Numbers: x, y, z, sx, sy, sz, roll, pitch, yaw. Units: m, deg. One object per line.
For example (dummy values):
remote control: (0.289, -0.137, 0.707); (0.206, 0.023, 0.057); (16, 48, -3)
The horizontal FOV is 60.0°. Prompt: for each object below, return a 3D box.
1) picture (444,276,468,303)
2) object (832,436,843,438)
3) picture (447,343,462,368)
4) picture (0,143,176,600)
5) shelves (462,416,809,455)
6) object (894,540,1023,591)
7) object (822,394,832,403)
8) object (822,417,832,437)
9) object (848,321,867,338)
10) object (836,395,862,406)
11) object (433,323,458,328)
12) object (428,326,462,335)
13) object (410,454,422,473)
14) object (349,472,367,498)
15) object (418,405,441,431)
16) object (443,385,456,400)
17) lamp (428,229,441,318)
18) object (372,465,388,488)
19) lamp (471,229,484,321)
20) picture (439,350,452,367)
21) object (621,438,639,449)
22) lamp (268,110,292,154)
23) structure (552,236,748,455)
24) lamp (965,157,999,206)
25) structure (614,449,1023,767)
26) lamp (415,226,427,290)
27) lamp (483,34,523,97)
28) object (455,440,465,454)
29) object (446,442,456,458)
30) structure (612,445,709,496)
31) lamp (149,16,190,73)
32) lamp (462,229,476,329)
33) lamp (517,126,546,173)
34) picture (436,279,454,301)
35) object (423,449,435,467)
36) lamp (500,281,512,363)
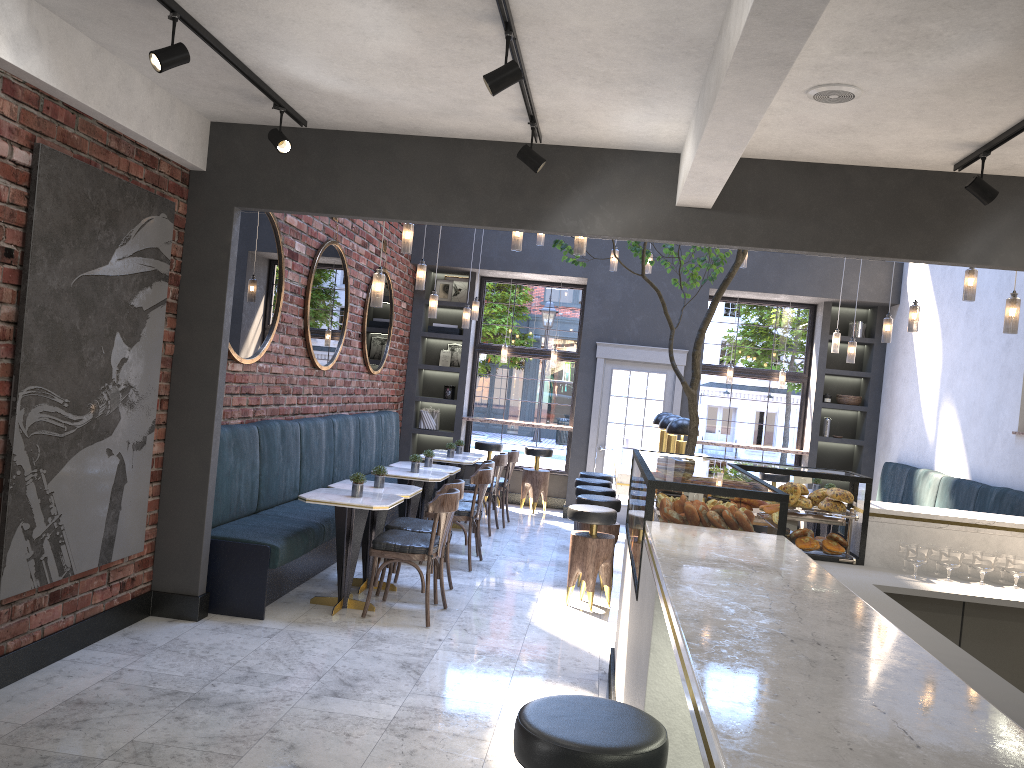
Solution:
picture: (-0.745, -1.257, 11.922); (0.361, 0.369, 0.055); (6, 1, 6)
object: (4.094, 0.669, 11.152); (0.130, 0.026, 0.130); (6, 0, -11)
picture: (-0.761, -0.380, 11.933); (0.247, 0.326, 0.044); (6, 1, 6)
picture: (-2.203, -0.054, 3.732); (0.033, 2.027, 2.821); (6, 0, 6)
shelves: (1.554, 0.663, 11.502); (4.402, 0.043, 0.384); (6, 0, 6)
object: (2.203, 0.887, 4.355); (0.575, 0.147, 0.256); (6, 0, 6)
object: (3.990, 0.182, 11.237); (0.116, 0.119, 0.117); (5, 0, -18)
object: (3.973, 0.545, 11.193); (0.098, 0.248, 0.098); (5, 1, -45)
object: (4.375, -0.683, 11.234); (0.214, 0.215, 0.213); (6, 0, 15)
object: (4.266, 0.207, 11.231); (0.304, 0.123, 0.305); (6, 0, 27)
object: (-0.883, -0.764, 11.752); (0.327, 0.039, 0.227); (6, 0, -4)
object: (-0.886, -0.703, 11.741); (0.412, 0.084, 0.286); (6, 0, 6)
object: (-0.843, 0.691, 7.755); (0.118, 0.165, 0.122); (5, 0, -16)
object: (-1.034, 0.673, 5.944); (0.118, 0.165, 0.122); (5, 0, -16)
object: (-1.092, 0.442, 11.768); (0.250, 0.323, 0.241); (6, 0, 6)
object: (-0.828, 0.112, 11.726); (0.152, 0.181, 0.152); (6, 0, 44)
lamp: (-0.556, -2.665, 8.333); (0.078, 4.105, 0.078); (6, 1, 13)
object: (-0.973, 0.679, 6.523); (0.118, 0.165, 0.122); (5, 0, -16)
lamp: (-0.231, -2.768, 10.062); (0.078, 4.105, 0.078); (5, 1, -9)
picture: (-0.896, -0.343, 11.922); (0.161, 0.227, 0.049); (6, 1, 6)
object: (1.241, 0.625, 9.302); (0.176, 0.098, 0.204); (6, 0, 11)
lamp: (-1.247, -1.354, 4.779); (0.087, 0.235, 0.157); (5, 1, -43)
structure: (1.529, -1.247, 6.929); (2.808, 5.989, 3.742); (5, 1, -41)
lamp: (2.337, -1.007, 4.404); (0.157, 0.235, 0.087); (6, 0, 0)
structure: (1.912, 1.144, 2.024); (3.205, 1.300, 5.805); (6, 0, 6)
lamp: (-0.604, -2.864, 7.691); (0.078, 4.105, 0.078); (6, 1, 13)
lamp: (-0.031, -1.237, 3.452); (0.157, 0.238, 0.087); (6, 1, 0)
object: (-0.596, 0.714, 10.103); (0.118, 0.165, 0.122); (5, 0, -16)
object: (-0.657, 0.708, 9.525); (0.118, 0.165, 0.122); (5, 0, -16)
structure: (1.366, 1.214, 7.926); (0.990, 1.050, 3.490); (6, 0, 6)
lamp: (-1.381, -1.368, 3.590); (0.157, 0.238, 0.087); (5, 1, -45)
lamp: (-0.303, -2.641, 9.493); (0.078, 4.105, 0.078); (5, 1, -9)
lamp: (0.106, -1.225, 4.639); (0.157, 0.238, 0.087); (6, 1, 0)
picture: (-0.914, -1.248, 11.905); (0.230, 0.313, 0.061); (6, 1, 6)
object: (-0.782, 0.697, 8.334); (0.118, 0.165, 0.122); (5, 0, -16)
lamp: (-0.044, -0.993, 11.666); (0.078, 1.429, 0.078); (6, 1, 36)
